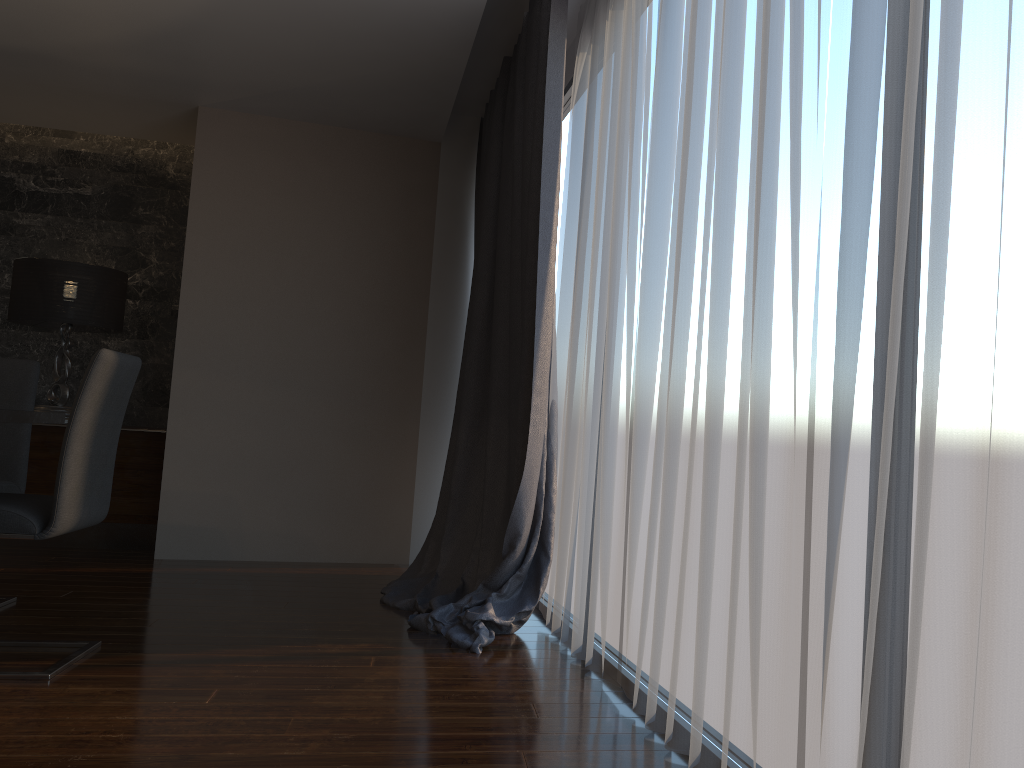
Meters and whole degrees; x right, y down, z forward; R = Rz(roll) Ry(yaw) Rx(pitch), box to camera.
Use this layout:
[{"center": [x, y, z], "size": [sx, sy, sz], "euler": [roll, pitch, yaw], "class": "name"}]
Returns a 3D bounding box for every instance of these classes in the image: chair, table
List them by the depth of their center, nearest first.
[{"center": [-2.412, 0.399, 2.531], "size": [1.633, 0.761, 1.020], "euler": [4, -4, -9], "class": "table"}, {"center": [-1.546, 0.361, 2.711], "size": [0.583, 0.966, 0.419], "euler": [5, -4, -9], "class": "chair"}, {"center": [-2.126, 0.358, 3.277], "size": [0.435, 0.966, 0.561], "euler": [4, -4, -7], "class": "chair"}]

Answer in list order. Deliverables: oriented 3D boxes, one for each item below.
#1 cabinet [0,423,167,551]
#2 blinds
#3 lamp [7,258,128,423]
[{"center": [-5.167, -0.625, 2.907], "size": [7.054, 2.503, 4.359], "euler": [4, -4, -9], "class": "cabinet"}, {"center": [0.450, -0.533, 1.684], "size": [0.769, 2.897, 7.272], "euler": [5, -4, -13], "class": "blinds"}, {"center": [-2.685, -0.236, 5.281], "size": [0.575, 0.935, 0.609], "euler": [3, -4, 18], "class": "lamp"}]
